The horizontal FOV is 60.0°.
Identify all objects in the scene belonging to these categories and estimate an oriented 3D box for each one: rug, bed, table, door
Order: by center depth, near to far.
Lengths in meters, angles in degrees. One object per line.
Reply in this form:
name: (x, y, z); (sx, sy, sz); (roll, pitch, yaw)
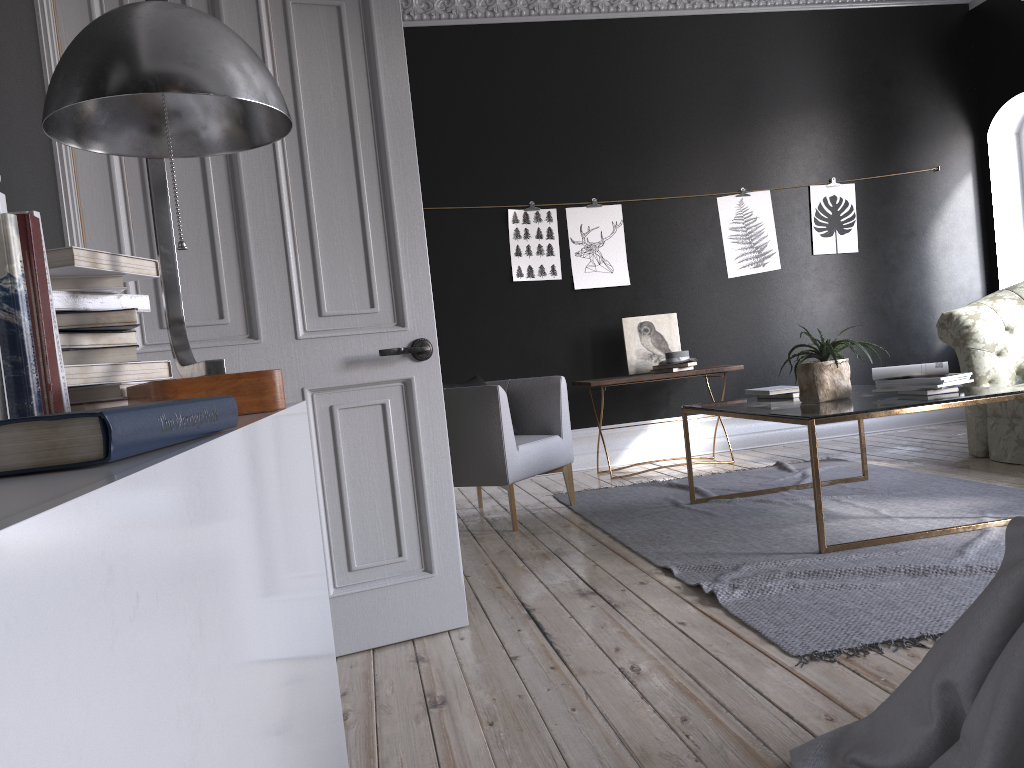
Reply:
bed: (2.218, 0.011, 0.776); (2.763, 1.299, 3.284); (-7, 2, -21)
door: (-0.786, -0.268, 2.883); (1.097, 2.376, 0.216); (-7, 3, -22)
rug: (1.528, 0.628, 4.329); (2.105, 0.050, 3.643); (-6, 1, -9)
table: (1.640, 0.347, 4.388); (1.092, 0.558, 1.448); (-6, 2, -10)

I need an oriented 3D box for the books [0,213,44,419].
books: (-0.672, -0.056, 1.040); (0.204, 0.270, 0.029); (-6, 3, -10)

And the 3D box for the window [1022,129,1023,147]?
window: (4.485, -1.600, 7.159); (0.112, 1.458, 0.740); (-7, 2, -10)

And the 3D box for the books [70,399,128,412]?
books: (-0.741, 0.054, 1.474); (0.295, 0.038, 0.234); (-6, 2, 17)

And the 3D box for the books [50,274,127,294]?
books: (-0.807, -0.145, 1.428); (0.307, 0.024, 0.220); (-7, 2, -35)

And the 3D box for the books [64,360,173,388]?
books: (-0.758, -0.004, 1.436); (0.318, 0.031, 0.229); (-6, 2, 20)

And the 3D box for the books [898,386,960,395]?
books: (1.918, 0.030, 4.092); (0.162, 0.023, 0.231); (-6, 1, -9)

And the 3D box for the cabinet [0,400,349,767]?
cabinet: (-0.418, 0.509, 0.464); (0.570, 0.883, 2.395); (-6, 2, -10)

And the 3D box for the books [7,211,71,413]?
books: (-0.745, -0.073, 1.217); (0.220, 0.308, 0.050); (-6, 3, -10)

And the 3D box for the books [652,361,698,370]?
books: (1.210, -0.137, 6.600); (0.290, 0.030, 0.192); (-5, 2, 32)

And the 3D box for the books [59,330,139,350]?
books: (-0.779, -0.060, 1.421); (0.193, 0.030, 0.289); (-6, 2, 22)

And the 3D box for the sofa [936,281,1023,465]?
sofa: (3.778, -0.158, 4.623); (1.605, 1.161, 2.812); (-6, 2, -9)

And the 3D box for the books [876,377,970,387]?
books: (1.909, -0.009, 4.129); (0.252, 0.011, 0.318); (-7, 2, -38)

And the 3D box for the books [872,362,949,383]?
books: (1.880, -0.041, 4.178); (0.322, 0.109, 0.272); (-5, 2, 25)

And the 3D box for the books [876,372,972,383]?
books: (1.904, -0.029, 4.101); (0.252, 0.011, 0.318); (-7, 2, -33)

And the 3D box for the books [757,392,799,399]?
books: (1.506, 0.054, 4.851); (0.192, 0.030, 0.289); (-7, 2, -26)

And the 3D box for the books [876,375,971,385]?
books: (1.905, -0.018, 4.110); (0.252, 0.011, 0.318); (-7, 2, -38)

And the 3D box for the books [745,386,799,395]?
books: (1.438, 0.034, 4.842); (0.220, 0.024, 0.307); (-6, 1, -10)

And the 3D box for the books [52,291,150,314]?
books: (-0.784, -0.121, 1.436); (0.221, 0.030, 0.306); (-6, 2, 20)

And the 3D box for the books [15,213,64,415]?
books: (-0.739, -0.067, 1.175); (0.235, 0.295, 0.038); (-6, 3, -10)

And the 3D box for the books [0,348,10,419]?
books: (-0.708, -0.071, 1.006); (0.220, 0.307, 0.024); (-6, 3, -10)

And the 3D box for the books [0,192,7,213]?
books: (-0.722, -0.072, 1.084); (0.220, 0.307, 0.024); (-6, 3, -10)

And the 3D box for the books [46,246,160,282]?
books: (-0.769, -0.176, 1.426); (0.306, 0.030, 0.220); (-6, 1, 10)

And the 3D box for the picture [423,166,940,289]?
picture: (1.466, -1.215, 7.143); (4.455, 0.772, 0.058); (-6, 3, -10)

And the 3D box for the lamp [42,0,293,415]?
lamp: (-0.468, -0.247, 1.256); (0.328, 0.591, 0.340); (-7, 3, -30)

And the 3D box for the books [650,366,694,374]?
books: (1.194, -0.107, 6.624); (0.202, 0.029, 0.268); (-7, 2, -30)

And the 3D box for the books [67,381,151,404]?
books: (-0.752, 0.024, 1.465); (0.319, 0.025, 0.228); (-6, 1, 0)

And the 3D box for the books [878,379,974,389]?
books: (1.915, 0.002, 4.115); (0.252, 0.011, 0.318); (-7, 2, -28)

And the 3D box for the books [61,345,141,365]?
books: (-0.770, -0.032, 1.430); (0.268, 0.029, 0.203); (-7, 2, -40)

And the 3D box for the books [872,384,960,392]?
books: (1.900, 0.013, 4.156); (0.252, 0.011, 0.318); (-7, 2, -43)

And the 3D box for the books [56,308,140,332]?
books: (-0.775, -0.091, 1.433); (0.289, 0.030, 0.193); (-7, 2, -35)

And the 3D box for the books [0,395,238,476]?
books: (-0.321, 0.036, 0.615); (0.193, 0.030, 0.289); (-6, 1, -4)

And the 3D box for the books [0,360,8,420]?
books: (-0.680, -0.065, 0.984); (0.193, 0.290, 0.030); (-6, 3, -10)

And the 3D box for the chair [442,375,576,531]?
chair: (-0.154, 0.370, 5.277); (0.770, 0.863, 0.817); (-5, 2, 31)

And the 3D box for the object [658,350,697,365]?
object: (1.225, -0.196, 6.570); (0.327, 0.087, 0.258); (-8, 2, -44)
